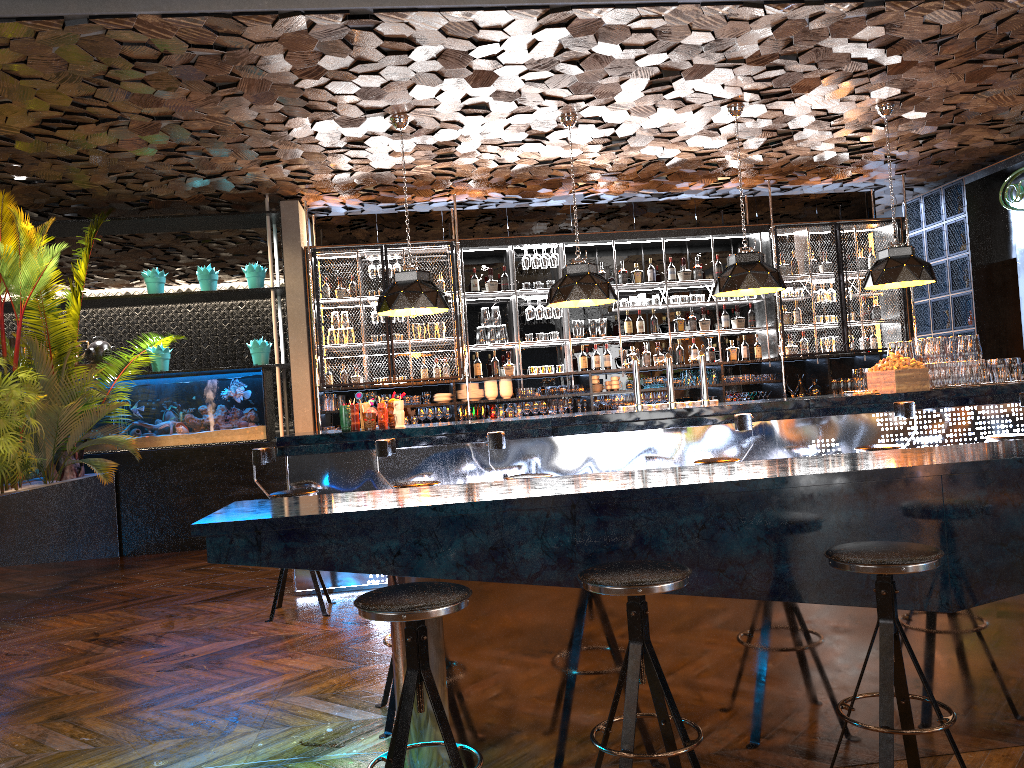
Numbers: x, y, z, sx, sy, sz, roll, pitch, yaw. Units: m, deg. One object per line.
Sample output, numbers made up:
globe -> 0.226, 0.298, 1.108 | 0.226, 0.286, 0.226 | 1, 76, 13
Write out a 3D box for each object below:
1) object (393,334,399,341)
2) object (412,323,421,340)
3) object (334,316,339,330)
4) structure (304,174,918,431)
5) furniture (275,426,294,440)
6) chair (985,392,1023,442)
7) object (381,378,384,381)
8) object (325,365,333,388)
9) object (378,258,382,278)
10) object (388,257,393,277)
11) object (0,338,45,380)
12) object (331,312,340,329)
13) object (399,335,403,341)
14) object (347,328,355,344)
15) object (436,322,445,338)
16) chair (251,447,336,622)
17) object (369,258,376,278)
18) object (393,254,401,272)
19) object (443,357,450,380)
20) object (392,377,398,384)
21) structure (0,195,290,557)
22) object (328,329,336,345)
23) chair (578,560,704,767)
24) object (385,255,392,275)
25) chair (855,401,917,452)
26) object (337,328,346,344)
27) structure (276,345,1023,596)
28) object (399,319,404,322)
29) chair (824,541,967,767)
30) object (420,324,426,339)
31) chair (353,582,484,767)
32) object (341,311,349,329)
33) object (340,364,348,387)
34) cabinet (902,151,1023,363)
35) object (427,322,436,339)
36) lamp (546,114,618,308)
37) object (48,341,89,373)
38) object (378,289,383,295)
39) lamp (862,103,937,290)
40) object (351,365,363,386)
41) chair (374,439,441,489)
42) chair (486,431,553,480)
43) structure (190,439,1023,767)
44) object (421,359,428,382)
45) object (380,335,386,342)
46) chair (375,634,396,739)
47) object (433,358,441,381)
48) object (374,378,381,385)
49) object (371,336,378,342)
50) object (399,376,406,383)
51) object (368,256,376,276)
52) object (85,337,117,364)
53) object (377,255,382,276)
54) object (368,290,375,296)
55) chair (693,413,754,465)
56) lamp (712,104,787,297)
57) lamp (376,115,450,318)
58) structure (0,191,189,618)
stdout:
object -> -1.266, -0.503, 9.624 | 0.077, 0.080, 0.077 | -4, -1, -10
object -> -1.041, -0.569, 9.683 | 0.092, 0.182, 0.092 | -4, -1, -11
object -> -1.935, -0.688, 9.736 | 0.092, 0.182, 0.092 | -4, -1, -11
structure -> 1.213, -0.369, 9.784 | 6.750, 3.553, 1.143 | -4, -1, -6
furniture -> -7.504, 1.499, 12.791 | 9.798, 1.137, 3.595 | -4, -1, -6
chair -> 3.705, 0.625, 6.518 | 0.476, 1.108, 0.419 | -4, -1, 4
object -> -1.408, -0.024, 9.780 | 0.077, 0.080, 0.077 | -5, -1, 33
object -> -1.990, -0.077, 9.630 | 0.075, 0.261, 0.075 | -5, -1, 43
object -> -1.444, -1.283, 9.778 | 0.081, 0.213, 0.081 | -4, -1, 0
object -> -1.358, -1.289, 9.787 | 0.081, 0.213, 0.081 | -4, -1, 0
object -> -5.187, -0.251, 9.371 | 0.458, 0.472, 0.250 | -4, -1, 21
object -> -1.920, -0.691, 9.639 | 0.092, 0.182, 0.092 | -4, -1, -11
object -> -1.242, -0.502, 9.785 | 0.077, 0.080, 0.077 | -4, -1, -10
object -> -1.754, -0.520, 9.643 | 0.092, 0.182, 0.092 | -4, -1, -11
object -> -0.782, -0.586, 9.714 | 0.092, 0.182, 0.092 | -4, -1, -11
chair -> -1.472, 0.972, 5.930 | 0.476, 1.108, 0.419 | -4, -1, -6
object -> -1.539, -1.277, 9.768 | 0.081, 0.213, 0.081 | -4, -1, 0
object -> -1.253, -1.299, 9.654 | 0.081, 0.213, 0.081 | -4, -1, 0
object -> -0.724, -0.163, 9.768 | 0.075, 0.260, 0.075 | -5, -1, 43
object -> -1.287, -0.034, 9.718 | 0.077, 0.080, 0.077 | -3, -1, -40
structure -> -4.467, -0.074, 9.358 | 4.269, 3.734, 0.705 | -4, -1, -6
object -> -1.957, -0.506, 9.631 | 0.092, 0.182, 0.092 | -4, -1, -11
chair -> 0.380, 0.931, 2.549 | 0.419, 0.813, 0.419 | -4, -1, -11
object -> -1.343, -1.293, 9.644 | 0.081, 0.213, 0.081 | -4, -1, 0
chair -> 2.672, 0.693, 6.341 | 0.476, 1.108, 0.419 | -4, -1, 9
object -> -1.855, -0.513, 9.643 | 0.092, 0.182, 0.092 | -4, -1, -11
structure -> 1.242, 0.518, 7.274 | 6.009, 1.685, 1.214 | -4, -1, -6
object -> -1.234, -0.796, 9.788 | 0.081, 0.213, 0.081 | -4, -1, 0
chair -> 1.113, 0.881, 2.590 | 0.419, 0.813, 0.419 | -4, -1, -11
object -> -0.997, -0.570, 9.789 | 0.092, 0.182, 0.092 | -4, -1, -11
chair -> -0.245, 0.972, 2.438 | 0.419, 0.813, 0.419 | -4, -1, -11
object -> -1.820, -0.698, 9.658 | 0.092, 0.182, 0.092 | -4, -1, -11
object -> -1.821, -0.090, 9.621 | 0.075, 0.260, 0.075 | -5, -1, 28
cabinet -> 5.650, -0.667, 9.246 | 0.691, 3.514, 4.416 | -4, -1, -6
object -> -0.878, -0.579, 9.724 | 0.092, 0.182, 0.092 | -4, -1, -11
lamp -> 0.526, -1.447, 7.378 | 0.582, 1.564, 0.607 | -4, -1, -6
object -> -4.708, -0.250, 9.423 | 0.378, 0.398, 0.232 | -4, -1, 24
object -> -1.422, -0.989, 9.687 | 0.077, 0.080, 0.077 | -5, -1, 30
lamp -> 3.294, -1.633, 7.678 | 0.582, 1.564, 0.607 | -4, -1, -6
object -> -1.685, -0.089, 9.645 | 0.108, 0.244, 0.108 | -4, -1, 8
chair -> -0.651, 0.916, 5.953 | 0.476, 1.108, 0.419 | -4, -1, -6
chair -> 0.100, 0.863, 5.914 | 0.476, 1.108, 0.419 | -4, -1, -6
structure -> 1.457, 0.776, 3.327 | 4.941, 0.998, 0.673 | -4, -1, -6
object -> -0.963, -0.146, 9.741 | 0.075, 0.261, 0.075 | -5, -1, 43
object -> -1.396, -0.493, 9.663 | 0.077, 0.080, 0.077 | -3, -1, -28
chair -> -0.394, 1.007, 3.797 | 0.419, 0.813, 0.419 | -4, -1, -11
object -> -0.829, -0.156, 9.777 | 0.075, 0.260, 0.075 | -5, -1, 43
object -> -1.459, -0.024, 9.625 | 0.077, 0.080, 0.077 | -5, -1, 33
object -> -1.500, -0.486, 9.690 | 0.077, 0.080, 0.077 | -4, -1, 6
object -> -1.190, -0.041, 9.673 | 0.077, 0.080, 0.077 | -4, -1, -18
object -> -1.524, -1.280, 9.625 | 0.081, 0.213, 0.081 | -4, -1, 0
object -> -4.351, -0.354, 9.371 | 0.278, 0.292, 0.290 | -5, -1, 31
object -> -1.429, -1.287, 9.635 | 0.081, 0.213, 0.081 | -4, -1, 0
object -> -1.529, -0.981, 9.696 | 0.077, 0.080, 0.077 | -4, -1, -15
chair -> 1.469, 0.773, 6.163 | 0.476, 1.108, 0.419 | -4, -1, 9
lamp -> 1.923, -1.543, 7.410 | 0.582, 1.564, 0.607 | -4, -1, -6
lamp -> -0.842, -1.332, 7.104 | 0.582, 1.606, 0.607 | -4, -1, -6
structure -> -4.428, -0.013, 8.140 | 1.873, 3.561, 4.073 | -4, -1, -5
